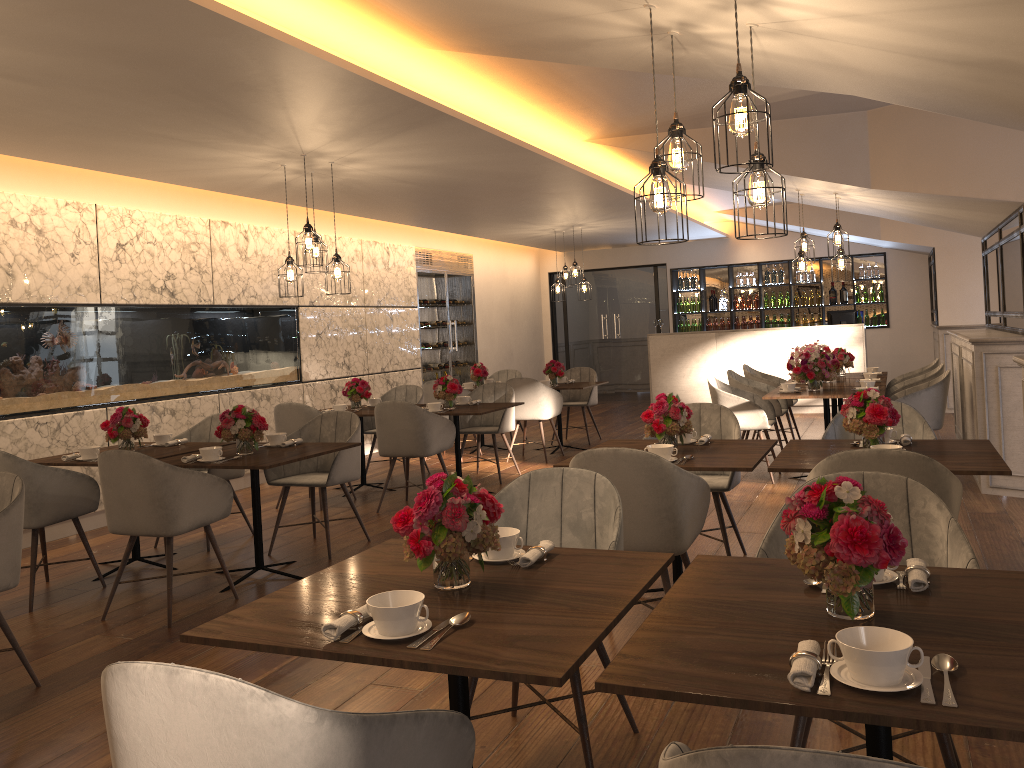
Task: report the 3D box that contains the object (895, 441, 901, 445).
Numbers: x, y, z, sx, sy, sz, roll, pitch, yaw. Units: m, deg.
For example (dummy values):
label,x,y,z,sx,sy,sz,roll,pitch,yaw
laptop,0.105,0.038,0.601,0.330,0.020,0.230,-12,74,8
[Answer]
label,x,y,z,sx,sy,sz,roll,pitch,yaw
object,1.820,0.270,4.175,0.025,0.024,0.193,-2,3,24

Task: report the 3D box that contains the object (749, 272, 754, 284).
label,x,y,z,sx,sy,sz,roll,pitch,yaw
object,3.838,-1.701,14.213,0.069,0.208,0.040,-3,0,23

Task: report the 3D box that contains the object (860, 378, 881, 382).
label,x,y,z,sx,sy,sz,roll,pitch,yaw
object,3.190,-0.032,7.881,0.175,0.039,0.056,-2,3,23

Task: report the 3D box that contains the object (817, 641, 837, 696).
label,x,y,z,sx,sy,sz,roll,pitch,yaw
object,0.552,0.495,1.552,0.025,0.024,0.193,-2,3,24

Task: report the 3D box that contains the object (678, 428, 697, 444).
label,x,y,z,sx,sy,sz,roll,pitch,yaw
object,0.884,0.271,4.590,0.148,0.072,0.148,-3,3,-9

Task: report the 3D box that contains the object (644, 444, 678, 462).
label,x,y,z,sx,sy,sz,roll,pitch,yaw
object,0.675,0.317,4.018,0.148,0.072,0.148,-3,3,-9

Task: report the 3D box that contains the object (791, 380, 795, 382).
label,x,y,z,sx,sy,sz,roll,pitch,yaw
object,2.708,-0.032,8.299,0.175,0.039,0.056,-2,3,23

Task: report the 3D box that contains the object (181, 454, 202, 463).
label,x,y,z,sx,sy,sz,roll,pitch,yaw
object,-1.760,0.408,4.916,0.056,0.039,0.176,-2,3,24

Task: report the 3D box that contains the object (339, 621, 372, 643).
label,x,y,z,sx,sy,sz,roll,pitch,yaw
object,-0.314,0.519,1.928,0.025,0.024,0.193,-2,3,24

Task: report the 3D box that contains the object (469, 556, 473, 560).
label,x,y,z,sx,sy,sz,roll,pitch,yaw
object,-0.117,0.486,2.467,0.022,0.004,0.211,-2,4,23

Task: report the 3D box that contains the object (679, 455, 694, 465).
label,x,y,z,sx,sy,sz,roll,pitch,yaw
object,0.788,0.341,3.990,0.043,0.015,0.198,-2,4,20

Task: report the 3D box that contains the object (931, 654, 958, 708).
label,x,y,z,sx,sy,sz,roll,pitch,yaw
object,0.733,0.495,1.485,0.043,0.015,0.198,-2,4,20

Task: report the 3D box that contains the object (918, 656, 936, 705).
label,x,y,z,sx,sy,sz,roll,pitch,yaw
object,0.704,0.501,1.505,0.022,0.004,0.211,-2,4,23

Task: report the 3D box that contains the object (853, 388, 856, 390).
label,x,y,z,sx,sy,sz,roll,pitch,yaw
object,2.826,0.043,7.061,0.192,0.024,0.025,-2,2,23

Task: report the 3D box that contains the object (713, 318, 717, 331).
label,x,y,z,sx,sy,sz,roll,pitch,yaw
object,3.316,-0.956,14.491,0.065,0.261,0.066,-3,0,2

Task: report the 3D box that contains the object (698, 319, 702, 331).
label,x,y,z,sx,sy,sz,roll,pitch,yaw
object,3.093,-0.950,14.588,0.065,0.261,0.066,-3,0,2

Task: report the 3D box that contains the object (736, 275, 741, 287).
label,x,y,z,sx,sy,sz,roll,pitch,yaw
object,3.655,-1.660,14.293,0.070,0.190,0.041,-3,0,23

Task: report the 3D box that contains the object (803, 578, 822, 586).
label,x,y,z,sx,sy,sz,roll,pitch,yaw
object,0.726,0.458,2.109,0.043,0.015,0.198,-1,4,27

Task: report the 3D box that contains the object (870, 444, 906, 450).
label,x,y,z,sx,sy,sz,roll,pitch,yaw
object,1.541,0.293,3.642,0.148,0.072,0.148,-3,3,-9

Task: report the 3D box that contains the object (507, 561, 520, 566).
label,x,y,z,sx,sy,sz,roll,pitch,yaw
object,0.033,0.471,2.420,0.025,0.024,0.193,-2,3,24

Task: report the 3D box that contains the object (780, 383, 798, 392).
label,x,y,z,sx,sy,sz,roll,pitch,yaw
object,2.292,0.031,7.339,0.148,0.072,0.148,-4,3,-24

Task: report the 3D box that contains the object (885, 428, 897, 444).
label,x,y,z,sx,sy,sz,roll,pitch,yaw
object,1.750,0.248,4.215,0.148,0.072,0.148,-3,3,-9

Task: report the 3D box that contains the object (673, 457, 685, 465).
label,x,y,z,sx,sy,sz,roll,pitch,yaw
object,0.759,0.347,4.011,0.022,0.004,0.211,-2,4,23

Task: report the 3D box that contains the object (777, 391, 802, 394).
label,x,y,z,sx,sy,sz,roll,pitch,yaw
object,2.267,0.068,7.227,0.197,0.015,0.043,-2,3,20

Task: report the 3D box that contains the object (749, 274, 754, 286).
label,x,y,z,sx,sy,sz,roll,pitch,yaw
object,3.840,-1.665,14.213,0.070,0.190,0.041,-3,0,23

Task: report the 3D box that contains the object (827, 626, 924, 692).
label,x,y,z,sx,sy,sz,roll,pitch,yaw
object,0.620,0.470,1.512,0.148,0.072,0.148,-3,3,-9

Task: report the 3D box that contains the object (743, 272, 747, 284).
label,x,y,z,sx,sy,sz,roll,pitch,yaw
object,3.746,-1.699,14.253,0.069,0.208,0.040,-3,0,23

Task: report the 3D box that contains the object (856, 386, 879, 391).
label,x,y,z,sx,sy,sz,roll,pitch,yaw
object,2.820,0.039,7.025,0.175,0.039,0.056,-2,3,23

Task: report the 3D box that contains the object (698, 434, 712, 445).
label,x,y,z,sx,sy,sz,roll,pitch,yaw
object,0.989,0.285,4.545,0.056,0.039,0.176,-2,3,24

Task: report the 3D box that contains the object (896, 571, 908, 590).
label,x,y,z,sx,sy,sz,roll,pitch,yaw
object,0.899,0.447,2.045,0.025,0.024,0.193,-2,3,24

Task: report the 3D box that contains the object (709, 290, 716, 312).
label,x,y,z,sx,sy,sz,roll,pitch,yaw
object,3.281,-1.366,14.500,0.104,0.359,0.104,-3,0,-5

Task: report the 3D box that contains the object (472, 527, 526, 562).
label,x,y,z,sx,sy,sz,roll,pitch,yaw
object,-0.037,0.448,2.460,0.148,0.072,0.148,-3,3,-9

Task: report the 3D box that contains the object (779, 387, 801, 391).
label,x,y,z,sx,sy,sz,roll,pitch,yaw
object,2.338,0.039,7.443,0.175,0.039,0.056,-2,3,23

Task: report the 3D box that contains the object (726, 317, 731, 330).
label,x,y,z,sx,sy,sz,roll,pitch,yaw
object,3.519,-0.961,14.403,0.065,0.261,0.066,-3,0,2

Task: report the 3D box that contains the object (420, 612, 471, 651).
label,x,y,z,sx,sy,sz,roll,pitch,yaw
object,-0.133,0.518,1.860,0.043,0.015,0.198,-2,4,20

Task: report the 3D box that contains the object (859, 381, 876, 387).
label,x,y,z,sx,sy,sz,roll,pitch,yaw
object,2.864,0.013,7.130,0.148,0.072,0.148,-4,3,-24

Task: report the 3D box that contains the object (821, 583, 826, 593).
label,x,y,z,sx,sy,sz,roll,pitch,yaw
object,0.749,0.463,2.092,0.022,0.004,0.211,-2,4,23

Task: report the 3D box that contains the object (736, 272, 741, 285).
label,x,y,z,sx,sy,sz,roll,pitch,yaw
object,3.653,-1.696,14.293,0.069,0.208,0.040,-3,0,23

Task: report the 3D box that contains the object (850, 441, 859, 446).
label,x,y,z,sx,sy,sz,roll,pitch,yaw
object,1.647,0.281,4.239,0.043,0.015,0.198,-1,4,27

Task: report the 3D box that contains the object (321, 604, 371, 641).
label,x,y,z,sx,sy,sz,roll,pitch,yaw
object,-0.350,0.513,1.933,0.056,0.039,0.176,-2,3,24

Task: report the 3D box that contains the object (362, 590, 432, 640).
label,x,y,z,sx,sy,sz,roll,pitch,yaw
object,-0.246,0.494,1.888,0.148,0.072,0.148,-3,3,-9

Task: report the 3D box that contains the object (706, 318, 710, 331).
label,x,y,z,sx,sy,sz,roll,pitch,yaw
object,3.215,-0.953,14.535,0.065,0.261,0.066,-3,0,2

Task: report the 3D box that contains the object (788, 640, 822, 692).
label,x,y,z,sx,sy,sz,roll,pitch,yaw
object,0.516,0.490,1.557,0.056,0.039,0.176,-2,3,24

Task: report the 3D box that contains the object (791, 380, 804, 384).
label,x,y,z,sx,sy,sz,roll,pitch,yaw
object,2.662,-0.040,8.194,0.148,0.072,0.148,-4,3,-24

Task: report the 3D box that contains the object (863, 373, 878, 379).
label,x,y,z,sx,sy,sz,roll,pitch,yaw
object,3.234,-0.058,7.985,0.148,0.072,0.148,-4,3,-24

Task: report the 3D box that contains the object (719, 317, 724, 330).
label,x,y,z,sx,sy,sz,roll,pitch,yaw
object,3.417,-0.959,14.447,0.065,0.261,0.066,-3,0,2

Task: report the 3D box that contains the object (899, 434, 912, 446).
label,x,y,z,sx,sy,sz,roll,pitch,yaw
object,1.855,0.262,4.170,0.056,0.039,0.176,-2,3,24

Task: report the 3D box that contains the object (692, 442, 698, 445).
label,x,y,z,sx,sy,sz,roll,pitch,yaw
object,0.954,0.294,4.550,0.025,0.024,0.193,-2,3,24

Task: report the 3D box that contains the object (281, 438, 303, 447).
label,x,y,z,sx,sy,sz,roll,pitch,yaw
object,-1.342,0.357,5.399,0.056,0.039,0.176,-2,3,24

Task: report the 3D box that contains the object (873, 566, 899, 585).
label,x,y,z,sx,sy,sz,roll,pitch,yaw
object,0.829,0.425,2.085,0.148,0.072,0.148,-3,3,-9

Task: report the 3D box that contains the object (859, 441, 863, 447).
label,x,y,z,sx,sy,sz,roll,pitch,yaw
object,1.670,0.286,4.222,0.022,0.004,0.211,-2,4,23

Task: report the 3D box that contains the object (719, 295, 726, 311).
label,x,y,z,sx,sy,sz,roll,pitch,yaw
object,3.433,-1.330,14.429,0.108,0.281,0.108,-3,1,-20

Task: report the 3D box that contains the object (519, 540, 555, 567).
label,x,y,z,sx,sy,sz,roll,pitch,yaw
object,0.068,0.462,2.415,0.056,0.039,0.176,-2,3,24

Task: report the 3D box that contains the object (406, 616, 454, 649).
label,x,y,z,sx,sy,sz,roll,pitch,yaw
object,-0.162,0.524,1.881,0.022,0.004,0.211,-2,4,23

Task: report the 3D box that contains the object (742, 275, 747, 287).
label,x,y,z,sx,sy,sz,roll,pitch,yaw
object,3.748,-1.663,14.253,0.070,0.190,0.041,-3,0,23

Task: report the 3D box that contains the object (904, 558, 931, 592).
label,x,y,z,sx,sy,sz,roll,pitch,yaw
object,0.934,0.439,2.040,0.056,0.039,0.176,-2,3,24
